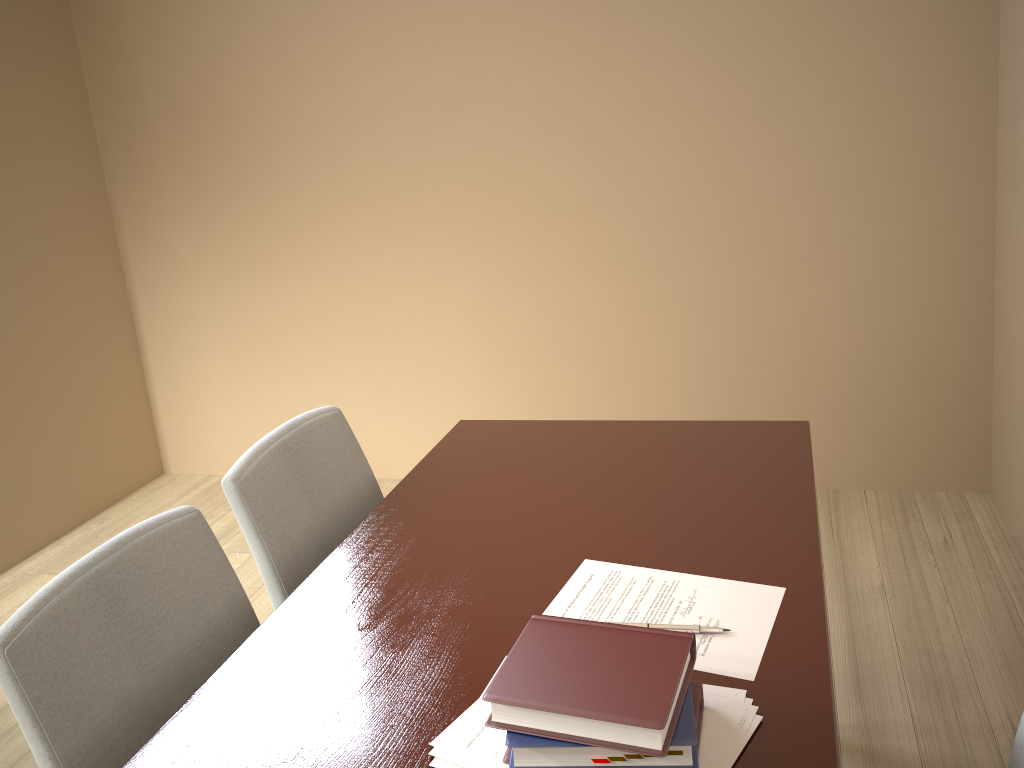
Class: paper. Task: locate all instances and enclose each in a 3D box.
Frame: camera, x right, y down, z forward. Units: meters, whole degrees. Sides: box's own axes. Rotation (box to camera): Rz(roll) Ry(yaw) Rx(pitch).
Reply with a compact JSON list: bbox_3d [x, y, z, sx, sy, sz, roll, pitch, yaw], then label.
[{"bbox_3d":[0.089,0.370,0.945,0.291,0.001,0.213,5,19,32],"label":"paper"},{"bbox_3d":[0.089,0.372,0.946,0.290,0.001,0.214,3,19,27],"label":"paper"},{"bbox_3d":[0.089,0.371,0.946,0.290,0.001,0.214,1,18,22],"label":"paper"},{"bbox_3d":[0.089,0.371,0.945,0.291,0.001,0.213,7,21,36],"label":"paper"},{"bbox_3d":[0.192,0.299,1.160,0.290,0.001,0.214,3,19,27],"label":"paper"}]

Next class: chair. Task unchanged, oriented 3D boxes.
[{"bbox_3d":[-0.149,0.473,1.606,0.505,0.814,0.406,-2,14,17],"label":"chair"},{"bbox_3d":[0.408,0.620,0.920,0.505,0.814,0.406,-2,14,17],"label":"chair"},{"bbox_3d":[-0.278,0.613,1.182,0.505,0.814,0.406,-2,14,17],"label":"chair"}]

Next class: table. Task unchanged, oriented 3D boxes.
[{"bbox_3d":[0.027,0.671,1.147,0.751,0.669,1.791,-1,17,17],"label":"table"}]

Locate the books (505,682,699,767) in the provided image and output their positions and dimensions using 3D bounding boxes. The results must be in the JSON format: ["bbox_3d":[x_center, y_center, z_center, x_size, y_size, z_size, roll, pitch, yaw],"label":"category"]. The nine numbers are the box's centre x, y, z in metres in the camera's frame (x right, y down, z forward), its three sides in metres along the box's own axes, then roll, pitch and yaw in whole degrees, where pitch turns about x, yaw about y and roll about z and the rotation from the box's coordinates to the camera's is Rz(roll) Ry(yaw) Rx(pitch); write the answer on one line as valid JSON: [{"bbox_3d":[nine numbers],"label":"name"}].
[{"bbox_3d":[0.093,0.329,0.913,0.182,0.032,0.167,-4,17,8],"label":"books"}]

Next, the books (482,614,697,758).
[{"bbox_3d":[0.084,0.299,0.908,0.183,0.032,0.167,1,18,22],"label":"books"}]

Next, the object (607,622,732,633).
[{"bbox_3d":[0.196,0.307,1.114,0.158,0.011,0.011,-2,15,12],"label":"object"}]

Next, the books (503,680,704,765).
[{"bbox_3d":[0.100,0.360,0.920,0.182,0.032,0.167,-1,17,17],"label":"books"}]
